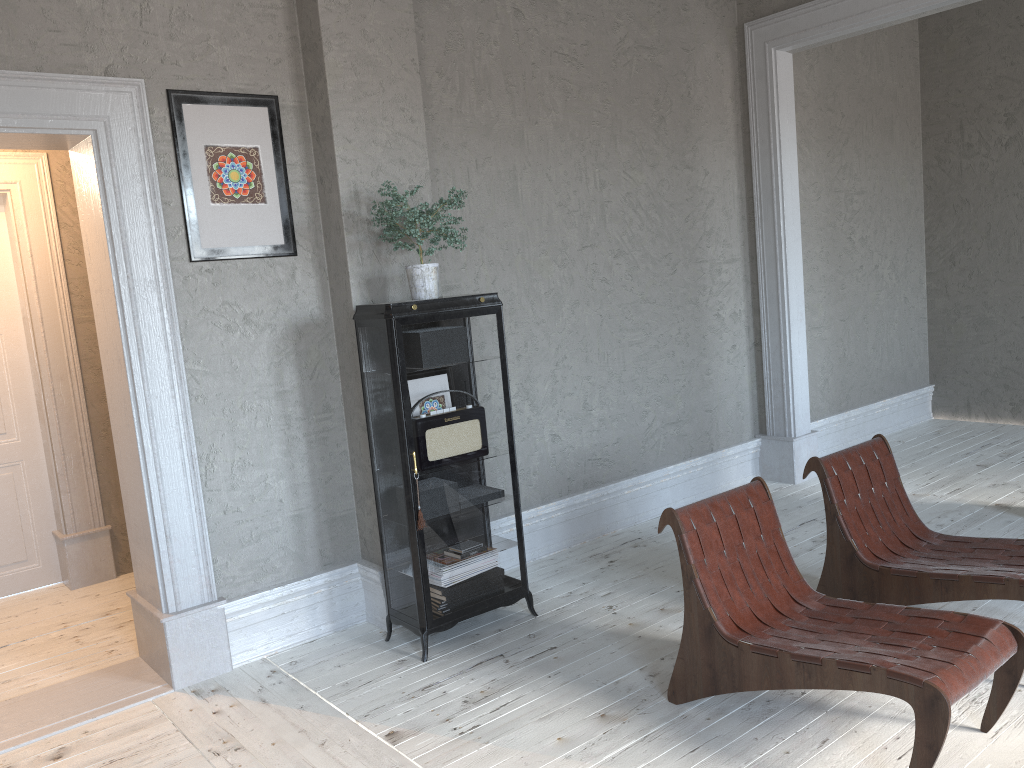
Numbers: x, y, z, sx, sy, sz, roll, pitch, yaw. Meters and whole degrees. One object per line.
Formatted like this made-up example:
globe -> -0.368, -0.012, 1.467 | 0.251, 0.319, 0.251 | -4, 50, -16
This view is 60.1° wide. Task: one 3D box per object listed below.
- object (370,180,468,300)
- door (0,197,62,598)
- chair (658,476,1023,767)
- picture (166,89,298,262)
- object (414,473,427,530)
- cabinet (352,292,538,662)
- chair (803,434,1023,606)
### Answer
object -> -0.371, -0.612, 3.720 | 0.404, 0.507, 0.408 | -8, 8, -22
door -> -2.977, 0.111, 4.722 | 0.820, 2.193, 0.078 | -11, 10, -39
chair -> 1.024, 0.757, 2.855 | 0.518, 0.721, 0.995 | -11, 9, -38
picture -> -1.145, -0.856, 3.662 | 0.468, 0.678, 0.019 | -11, 9, -38
object -> -0.376, 0.472, 3.559 | 0.040, 0.234, 0.045 | -4, 8, 8
cabinet -> -0.284, 0.366, 3.842 | 0.631, 1.472, 0.341 | -11, 9, -38
chair -> 1.699, 0.628, 3.397 | 0.518, 0.721, 0.995 | -11, 9, -38
